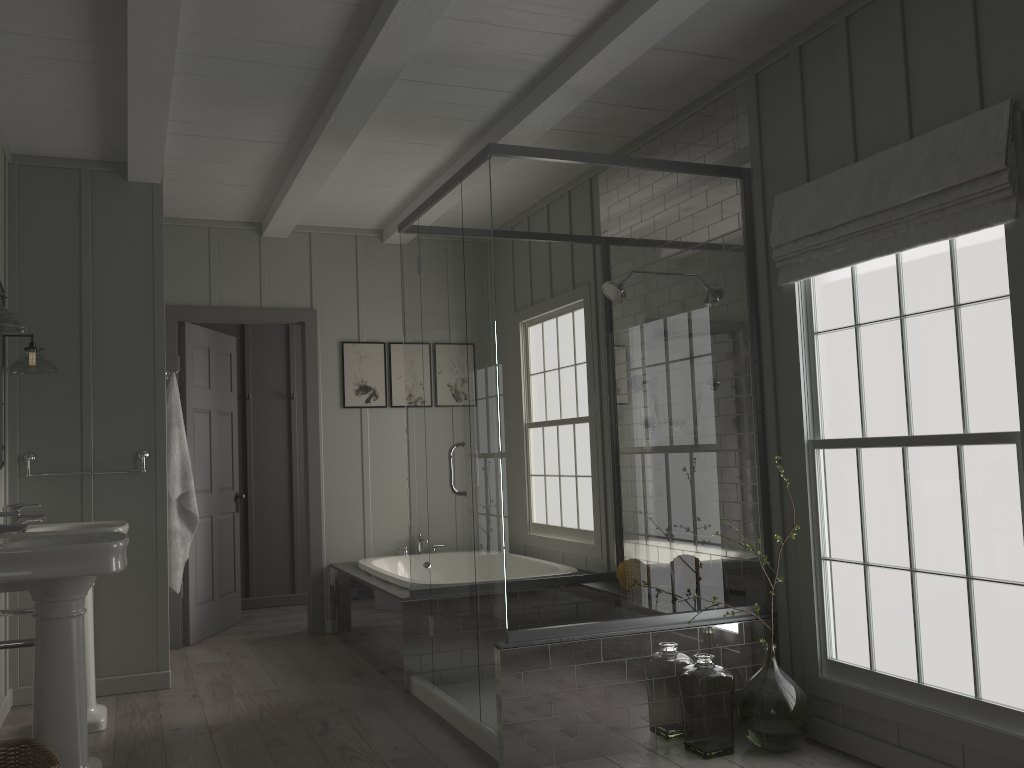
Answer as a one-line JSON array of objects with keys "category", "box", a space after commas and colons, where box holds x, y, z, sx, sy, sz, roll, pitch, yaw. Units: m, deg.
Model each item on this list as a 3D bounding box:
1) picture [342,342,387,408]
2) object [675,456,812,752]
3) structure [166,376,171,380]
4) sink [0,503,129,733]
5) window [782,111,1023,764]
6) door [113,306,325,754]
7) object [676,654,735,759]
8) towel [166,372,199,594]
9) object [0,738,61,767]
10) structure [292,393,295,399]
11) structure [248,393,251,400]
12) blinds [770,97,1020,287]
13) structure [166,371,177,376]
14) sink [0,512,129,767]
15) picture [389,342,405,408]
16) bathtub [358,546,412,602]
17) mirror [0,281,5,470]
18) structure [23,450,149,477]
[{"category": "picture", "box": [-1.025, -0.063, 6.149, 0.306, 0.461, 0.012, -1, -4, -21]}, {"category": "object", "box": [0.880, 0.838, 3.383, 0.503, 1.116, 0.282, -1, -4, -23]}, {"category": "structure", "box": [-2.000, -0.036, 5.138, 0.078, 0.056, 0.058, 0, -5, -22]}, {"category": "sink", "box": [-2.030, 1.040, 3.999, 0.554, 1.012, 0.583, -1, -4, -22]}, {"category": "window", "box": [1.381, 0.202, 3.083, 0.088, 1.948, 1.080, -1, -4, -23]}, {"category": "door", "box": [-0.796, 0.312, 2.798, 4.162, 2.194, 7.966, 0, -5, -23]}, {"category": "object", "box": [0.744, 1.223, 3.382, 0.159, 0.361, 0.167, 0, -4, -24]}, {"category": "towel", "box": [-1.823, 0.537, 4.888, 0.158, 1.203, 0.325, -1, -4, -18]}, {"category": "object", "box": [-1.666, 1.339, 2.902, 0.282, 0.220, 0.481, 2, -6, -41]}, {"category": "structure", "box": [-1.809, 0.104, 7.288, 0.019, 0.051, 0.139, 0, -5, -23]}, {"category": "structure", "box": [-2.134, 0.104, 7.159, 0.019, 0.051, 0.139, 0, -5, -23]}, {"category": "blinds", "box": [1.278, -0.629, 3.118, 0.070, 0.380, 1.055, -1, -5, -23]}, {"category": "structure", "box": [-1.897, -0.059, 4.901, 0.078, 0.056, 0.058, 0, -5, -22]}, {"category": "sink", "box": [-1.700, 0.968, 3.239, 0.554, 1.012, 0.583, -1, -4, -22]}, {"category": "picture", "box": [-0.716, -0.064, 6.265, 0.306, 0.461, 0.012, -1, -4, -21]}, {"category": "bathtub", "box": [-0.330, 1.214, 5.435, 1.025, 0.490, 1.598, 0, -5, -23]}, {"category": "mirror", "box": [-2.315, -0.050, 3.972, 0.015, 0.883, 0.434, -1, -4, -24]}, {"category": "structure", "box": [-2.182, 0.407, 4.541, 0.589, 0.123, 0.056, 0, -4, -21]}]
